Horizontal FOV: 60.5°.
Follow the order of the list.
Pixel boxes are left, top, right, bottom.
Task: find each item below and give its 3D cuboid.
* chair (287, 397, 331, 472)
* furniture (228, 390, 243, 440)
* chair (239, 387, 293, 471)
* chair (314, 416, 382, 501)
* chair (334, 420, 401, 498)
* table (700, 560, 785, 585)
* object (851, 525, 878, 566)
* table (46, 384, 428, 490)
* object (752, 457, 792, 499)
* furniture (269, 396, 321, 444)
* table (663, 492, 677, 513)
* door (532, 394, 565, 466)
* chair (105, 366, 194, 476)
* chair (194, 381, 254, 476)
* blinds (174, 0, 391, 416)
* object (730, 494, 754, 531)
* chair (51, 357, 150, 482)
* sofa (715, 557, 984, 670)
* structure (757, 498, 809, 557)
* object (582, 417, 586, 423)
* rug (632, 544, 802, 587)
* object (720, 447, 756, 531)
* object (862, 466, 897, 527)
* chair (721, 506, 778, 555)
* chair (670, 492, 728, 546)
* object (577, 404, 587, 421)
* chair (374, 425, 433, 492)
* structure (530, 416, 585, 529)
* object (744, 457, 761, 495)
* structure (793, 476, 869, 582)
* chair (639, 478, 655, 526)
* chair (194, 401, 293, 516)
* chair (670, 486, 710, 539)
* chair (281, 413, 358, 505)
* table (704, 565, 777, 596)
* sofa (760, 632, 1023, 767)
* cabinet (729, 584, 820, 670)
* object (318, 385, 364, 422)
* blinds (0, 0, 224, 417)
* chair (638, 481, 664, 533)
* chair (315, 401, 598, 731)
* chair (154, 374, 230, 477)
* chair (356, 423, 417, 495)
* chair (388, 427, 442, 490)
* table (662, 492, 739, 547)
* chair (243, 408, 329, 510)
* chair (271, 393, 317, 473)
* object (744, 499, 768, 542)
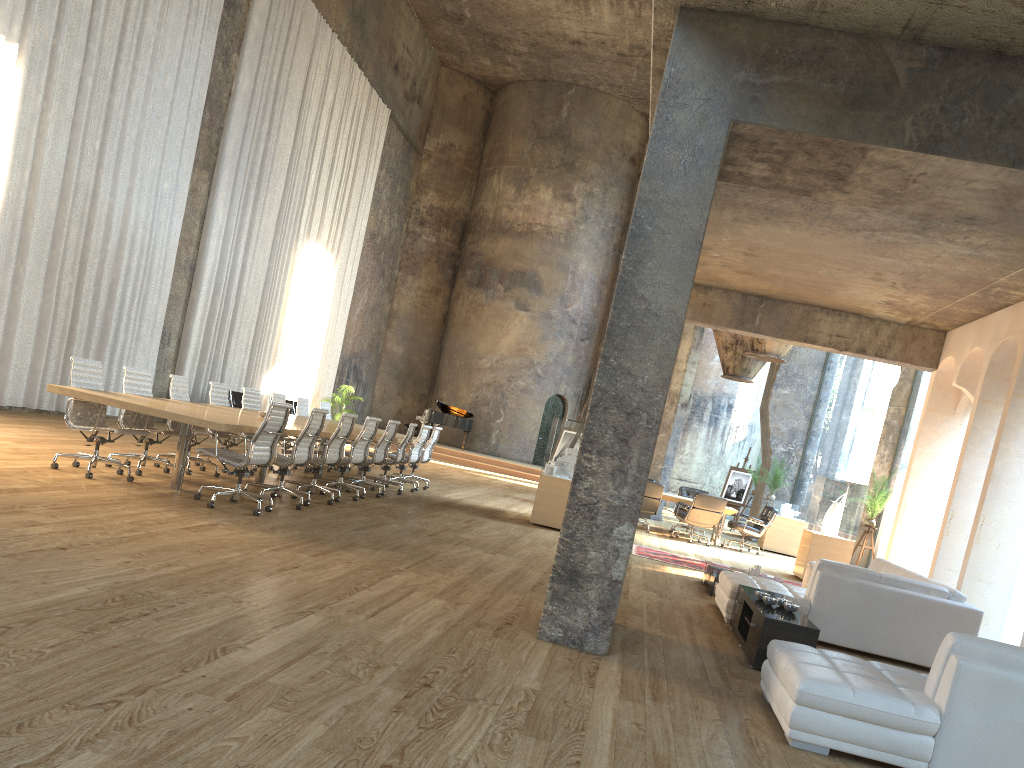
[{"bbox_3d":[-3.014,0.776,13.405,0.695,1.033,0.665,13,2,12],"label":"chair"},{"bbox_3d":[-4.943,0.610,16.572,0.705,0.846,1.872,13,-2,9],"label":"furniture"},{"bbox_3d":[-3.272,0.624,11.608,0.693,1.033,0.667,13,2,17],"label":"chair"},{"bbox_3d":[-2.037,0.846,10.653,0.693,1.033,0.667,13,2,17],"label":"chair"},{"bbox_3d":[-1.907,0.920,11.524,0.694,1.033,0.666,13,2,14],"label":"chair"},{"bbox_3d":[2.587,2.227,9.916,0.856,0.248,0.370,12,-1,8],"label":"table"},{"bbox_3d":[5.232,2.619,13.342,0.665,0.979,0.561,11,3,-28],"label":"object"},{"bbox_3d":[-2.708,0.861,11.214,1.594,0.763,7.716,12,-3,9],"label":"table"},{"bbox_3d":[5.431,1.954,18.363,0.854,0.947,0.688,13,2,11],"label":"object"},{"bbox_3d":[-4.598,0.811,18.933,0.705,0.846,1.872,13,-2,9],"label":"furniture"},{"bbox_3d":[3.498,2.921,22.210,1.863,0.550,0.941,12,-1,8],"label":"table"},{"bbox_3d":[1.140,1.434,27.344,0.913,2.314,0.090,10,5,-34],"label":"door"},{"bbox_3d":[-3.650,0.401,8.968,0.693,1.033,0.667,13,2,17],"label":"chair"},{"bbox_3d":[-3.402,0.549,10.738,0.694,1.033,0.666,13,2,14],"label":"chair"},{"bbox_3d":[-4.664,-3.247,19.500,0.274,8.705,7.824,13,1,10],"label":"blinds"},{"bbox_3d":[5.654,3.108,20.836,0.658,0.979,0.567,12,3,2],"label":"object"},{"bbox_3d":[-3.747,0.334,8.109,0.694,1.033,0.666,13,2,14],"label":"chair"},{"bbox_3d":[3.075,2.029,8.826,2.055,0.726,2.929,12,-3,9],"label":"sofa"},{"bbox_3d":[5.361,2.835,17.322,0.732,1.022,0.742,13,2,8],"label":"structure"},{"bbox_3d":[1.371,1.564,20.355,0.674,2.163,0.707,15,5,34],"label":"object"},{"bbox_3d":[2.822,2.495,11.777,2.452,0.009,1.346,12,-3,8],"label":"rug"},{"bbox_3d":[5.651,2.593,21.969,0.690,2.163,0.690,15,5,37],"label":"object"},{"bbox_3d":[5.496,1.699,13.264,0.688,0.946,0.854,12,1,-1],"label":"object"},{"bbox_3d":[4.246,2.573,15.828,0.820,0.899,0.727,12,2,3],"label":"chair"},{"bbox_3d":[3.199,2.313,15.276,0.735,0.899,0.810,12,1,-18],"label":"chair"},{"bbox_3d":[1.200,1.426,18.473,0.689,2.163,0.691,16,5,40],"label":"object"},{"bbox_3d":[-1.651,1.070,13.293,0.693,1.033,0.667,13,2,17],"label":"chair"},{"bbox_3d":[0.746,1.291,12.530,0.592,1.559,0.741,13,3,9],"label":"structure"},{"bbox_3d":[5.806,2.166,20.792,0.678,0.946,0.866,13,2,29],"label":"object"},{"bbox_3d":[4.669,2.177,12.926,0.592,1.559,0.741,13,3,9],"label":"structure"},{"bbox_3d":[2.334,2.206,16.857,0.724,0.899,0.823,13,1,15],"label":"chair"},{"bbox_3d":[-2.435,0.613,7.919,0.694,1.033,0.666,13,2,14],"label":"chair"},{"bbox_3d":[3.412,2.436,16.710,0.726,0.899,0.821,13,1,9],"label":"chair"},{"bbox_3d":[-2.164,0.771,9.764,0.694,1.033,0.666,13,2,14],"label":"chair"},{"bbox_3d":[2.529,2.217,9.553,0.787,0.204,1.110,12,-3,9],"label":"table"},{"bbox_3d":[2.468,1.677,4.670,2.059,0.726,1.070,12,-1,7],"label":"sofa"},{"bbox_3d":[1.935,1.846,6.660,0.394,0.371,1.562,12,-3,9],"label":"cabinet"},{"bbox_3d":[-4.368,0.736,22.443,1.092,1.467,1.122,12,2,-1],"label":"object"},{"bbox_3d":[-5.914,-3.975,10.953,0.274,8.705,7.824,13,1,10],"label":"blinds"},{"bbox_3d":[2.219,2.102,15.378,0.729,0.899,0.818,12,1,2],"label":"chair"},{"bbox_3d":[-0.143,1.443,13.914,12.896,1.038,31.510,12,-3,9],"label":"chair"},{"bbox_3d":[-3.526,0.473,9.814,0.696,1.033,0.664,13,2,8],"label":"chair"},{"bbox_3d":[-1.767,1.000,12.445,0.696,1.033,0.664,13,2,8],"label":"chair"},{"bbox_3d":[-1.560,1.136,14.152,0.694,1.033,0.666,13,2,14],"label":"chair"},{"bbox_3d":[2.787,2.359,16.032,2.400,0.705,1.104,12,-1,8],"label":"table"},{"bbox_3d":[-2.295,0.694,8.856,0.695,1.033,0.665,13,2,12],"label":"chair"},{"bbox_3d":[-3.145,0.699,12.498,0.694,1.033,0.666,13,2,14],"label":"chair"},{"bbox_3d":[5.367,2.913,18.340,0.666,0.979,0.561,10,3,-45],"label":"object"}]
